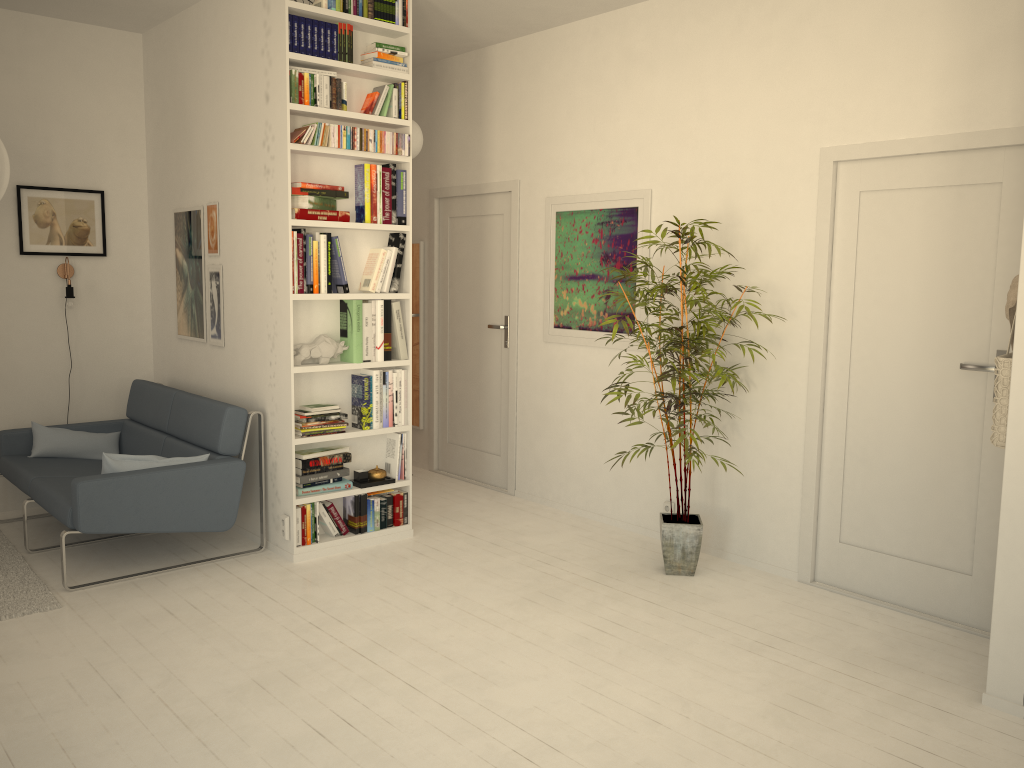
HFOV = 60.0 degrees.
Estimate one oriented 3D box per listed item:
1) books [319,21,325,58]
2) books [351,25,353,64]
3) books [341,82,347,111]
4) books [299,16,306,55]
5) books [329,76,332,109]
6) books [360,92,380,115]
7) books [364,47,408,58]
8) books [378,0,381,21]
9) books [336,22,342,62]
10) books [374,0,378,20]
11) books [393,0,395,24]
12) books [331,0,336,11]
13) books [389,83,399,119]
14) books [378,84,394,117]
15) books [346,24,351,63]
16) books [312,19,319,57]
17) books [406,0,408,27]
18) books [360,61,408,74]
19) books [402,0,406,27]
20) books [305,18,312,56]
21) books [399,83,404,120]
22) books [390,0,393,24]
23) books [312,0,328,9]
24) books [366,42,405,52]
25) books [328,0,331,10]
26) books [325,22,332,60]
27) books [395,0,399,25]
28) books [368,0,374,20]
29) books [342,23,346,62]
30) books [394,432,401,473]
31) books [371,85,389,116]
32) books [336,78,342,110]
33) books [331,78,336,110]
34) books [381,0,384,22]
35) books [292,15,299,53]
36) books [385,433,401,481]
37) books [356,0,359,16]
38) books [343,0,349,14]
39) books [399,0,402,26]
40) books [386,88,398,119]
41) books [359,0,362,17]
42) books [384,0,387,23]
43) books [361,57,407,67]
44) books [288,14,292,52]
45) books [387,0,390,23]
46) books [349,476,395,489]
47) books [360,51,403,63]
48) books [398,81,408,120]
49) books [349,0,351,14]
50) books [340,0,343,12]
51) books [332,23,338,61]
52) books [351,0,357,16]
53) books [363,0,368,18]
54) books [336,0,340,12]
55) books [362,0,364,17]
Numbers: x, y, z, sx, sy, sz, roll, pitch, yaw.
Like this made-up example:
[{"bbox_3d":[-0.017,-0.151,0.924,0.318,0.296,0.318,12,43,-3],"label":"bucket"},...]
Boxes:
[{"bbox_3d":[-0.977,-1.670,4.354,0.034,0.178,0.188,-5,9,-41],"label":"books"},{"bbox_3d":[-0.862,-1.688,4.467,0.020,0.191,0.205,-5,9,-41],"label":"books"},{"bbox_3d":[-0.884,-1.427,4.451,0.020,0.145,0.190,-5,9,-41],"label":"books"},{"bbox_3d":[-1.056,-1.662,4.286,0.034,0.178,0.188,-5,9,-41],"label":"books"},{"bbox_3d":[-0.941,-1.429,4.394,0.013,0.159,0.176,-5,9,-41],"label":"books"},{"bbox_3d":[-0.769,-1.439,4.596,0.073,0.129,0.200,-5,9,-41],"label":"books"},{"bbox_3d":[-0.670,-1.700,4.587,0.179,0.016,0.209,-4,9,-36],"label":"books"},{"bbox_3d":[-0.714,-1.896,4.510,0.017,0.130,0.150,-5,9,-41],"label":"books"},{"bbox_3d":[-0.908,-1.684,4.427,0.020,0.191,0.205,-5,9,-41],"label":"books"},{"bbox_3d":[-0.727,-1.894,4.499,0.017,0.130,0.150,-5,9,-41],"label":"books"},{"bbox_3d":[-0.648,-1.902,4.568,0.017,0.130,0.150,-5,9,-41],"label":"books"},{"bbox_3d":[-0.914,-1.881,4.346,0.023,0.136,0.161,-5,9,-41],"label":"books"},{"bbox_3d":[-0.656,-1.476,4.674,0.022,0.186,0.186,-5,9,-41],"label":"books"},{"bbox_3d":[-0.702,-1.461,4.618,0.065,0.168,0.229,-5,9,-41],"label":"books"},{"bbox_3d":[-0.870,-1.685,4.445,0.020,0.191,0.205,-5,9,-41],"label":"books"},{"bbox_3d":[-1.003,-1.667,4.331,0.034,0.178,0.188,-5,9,-41],"label":"books"},{"bbox_3d":[-0.624,-1.925,4.660,0.014,0.154,0.260,-5,9,-41],"label":"books"},{"bbox_3d":[-0.692,-1.626,4.610,0.214,0.038,0.223,-5,9,-41],"label":"books"},{"bbox_3d":[-0.623,-1.919,4.633,0.021,0.151,0.228,-5,9,-41],"label":"books"},{"bbox_3d":[-1.030,-1.665,4.308,0.034,0.178,0.188,-5,9,-41],"label":"books"},{"bbox_3d":[-0.633,-1.476,4.676,0.014,0.187,0.218,-5,9,-41],"label":"books"},{"bbox_3d":[-0.661,-1.901,4.556,0.017,0.130,0.150,-5,9,-41],"label":"books"},{"bbox_3d":[-0.948,-1.886,4.327,0.026,0.149,0.155,-5,9,-41],"label":"books"},{"bbox_3d":[-0.674,-1.726,4.602,0.169,0.032,0.188,-4,9,-36],"label":"books"},{"bbox_3d":[-0.944,-1.888,4.353,0.013,0.146,0.209,-5,9,-41],"label":"books"},{"bbox_3d":[-0.950,-1.672,4.377,0.034,0.178,0.188,-5,9,-41],"label":"books"},{"bbox_3d":[-0.632,-1.914,4.579,0.019,0.157,0.150,-5,9,-41],"label":"books"},{"bbox_3d":[-0.764,-1.907,4.502,0.032,0.152,0.200,-5,9,-41],"label":"books"},{"bbox_3d":[-0.891,-1.685,4.438,0.020,0.191,0.205,-5,9,-41],"label":"books"},{"bbox_3d":[-0.677,0.389,4.890,0.030,0.255,0.198,-5,9,-41],"label":"books"},{"bbox_3d":[-0.736,-1.457,4.607,0.092,0.165,0.223,-5,9,-41],"label":"books"},{"bbox_3d":[-0.901,-1.427,4.412,0.023,0.152,0.176,-5,9,-41],"label":"books"},{"bbox_3d":[-0.940,-1.430,4.421,0.024,0.155,0.207,-5,9,-41],"label":"books"},{"bbox_3d":[-0.701,-1.897,4.522,0.017,0.130,0.150,-5,9,-41],"label":"books"},{"bbox_3d":[-1.083,-1.660,4.263,0.034,0.178,0.188,-5,9,-41],"label":"books"},{"bbox_3d":[-0.683,0.389,4.883,0.034,0.257,0.209,-5,9,-41],"label":"books"},{"bbox_3d":[-0.831,-1.904,4.455,0.012,0.157,0.220,-5,9,-41],"label":"books"},{"bbox_3d":[-0.869,-1.891,4.398,0.028,0.147,0.192,-5,9,-41],"label":"books"},{"bbox_3d":[-0.641,-1.921,4.621,0.020,0.156,0.229,-5,9,-41],"label":"books"},{"bbox_3d":[-0.666,-1.455,4.645,0.030,0.153,0.200,-5,9,-41],"label":"books"},{"bbox_3d":[-0.813,-1.894,4.458,0.019,0.137,0.201,-5,9,-41],"label":"books"},{"bbox_3d":[-0.687,-1.898,4.533,0.017,0.130,0.150,-5,9,-41],"label":"books"},{"bbox_3d":[-0.689,-1.654,4.607,0.200,0.018,0.209,-5,9,-41],"label":"books"},{"bbox_3d":[-1.109,-1.657,4.240,0.034,0.178,0.188,-5,9,-41],"label":"books"},{"bbox_3d":[-0.674,-1.899,4.545,0.017,0.130,0.150,-5,9,-41],"label":"books"},{"bbox_3d":[-0.750,0.522,4.754,0.215,0.023,0.130,-5,9,-41],"label":"books"},{"bbox_3d":[-0.697,-1.677,4.595,0.199,0.030,0.173,7,9,39],"label":"books"},{"bbox_3d":[-0.617,-1.483,4.686,0.022,0.198,0.212,-5,9,-41],"label":"books"},{"bbox_3d":[-0.861,-1.896,4.426,0.024,0.148,0.188,-5,9,-41],"label":"books"},{"bbox_3d":[-0.899,-1.890,4.397,0.018,0.141,0.207,-5,9,-41],"label":"books"},{"bbox_3d":[-0.924,-1.675,4.400,0.034,0.178,0.188,-5,9,-41],"label":"books"},{"bbox_3d":[-0.848,-1.903,4.447,0.024,0.156,0.228,-5,9,-41],"label":"books"},{"bbox_3d":[-0.799,-1.907,4.493,0.032,0.154,0.212,-5,9,-41],"label":"books"},{"bbox_3d":[-0.924,-1.885,4.394,0.025,0.131,0.253,-5,9,-41],"label":"books"},{"bbox_3d":[-0.807,-1.903,4.471,0.009,0.151,0.209,-5,9,-41],"label":"books"}]
